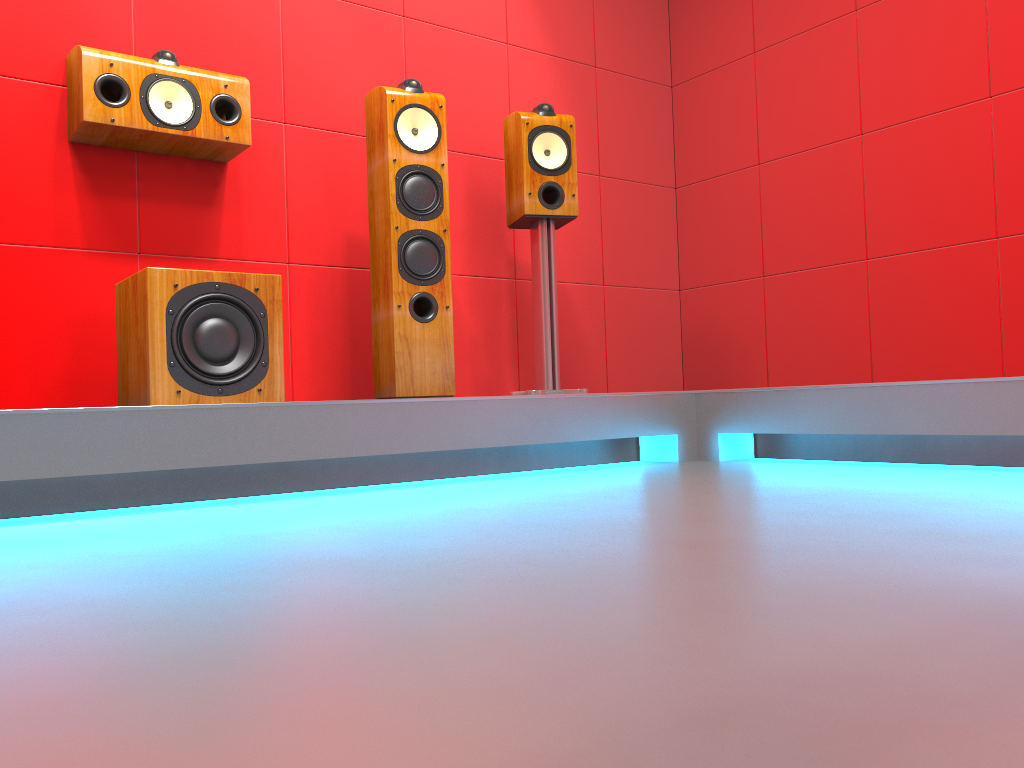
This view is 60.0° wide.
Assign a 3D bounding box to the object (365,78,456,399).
[{"bbox_3d":[-0.341,-0.471,2.950,0.203,1.052,0.238,-1,-1,-26],"label":"object"}]

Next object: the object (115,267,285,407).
[{"bbox_3d":[-0.882,-0.116,2.502,0.360,0.360,0.360,-1,-2,-36],"label":"object"}]

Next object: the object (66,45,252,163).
[{"bbox_3d":[-1.101,-0.889,2.781,0.493,0.271,0.235,-1,-2,-36],"label":"object"}]

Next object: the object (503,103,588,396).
[{"bbox_3d":[0.114,-0.482,3.258,0.231,1.058,0.265,-2,-1,-16],"label":"object"}]
